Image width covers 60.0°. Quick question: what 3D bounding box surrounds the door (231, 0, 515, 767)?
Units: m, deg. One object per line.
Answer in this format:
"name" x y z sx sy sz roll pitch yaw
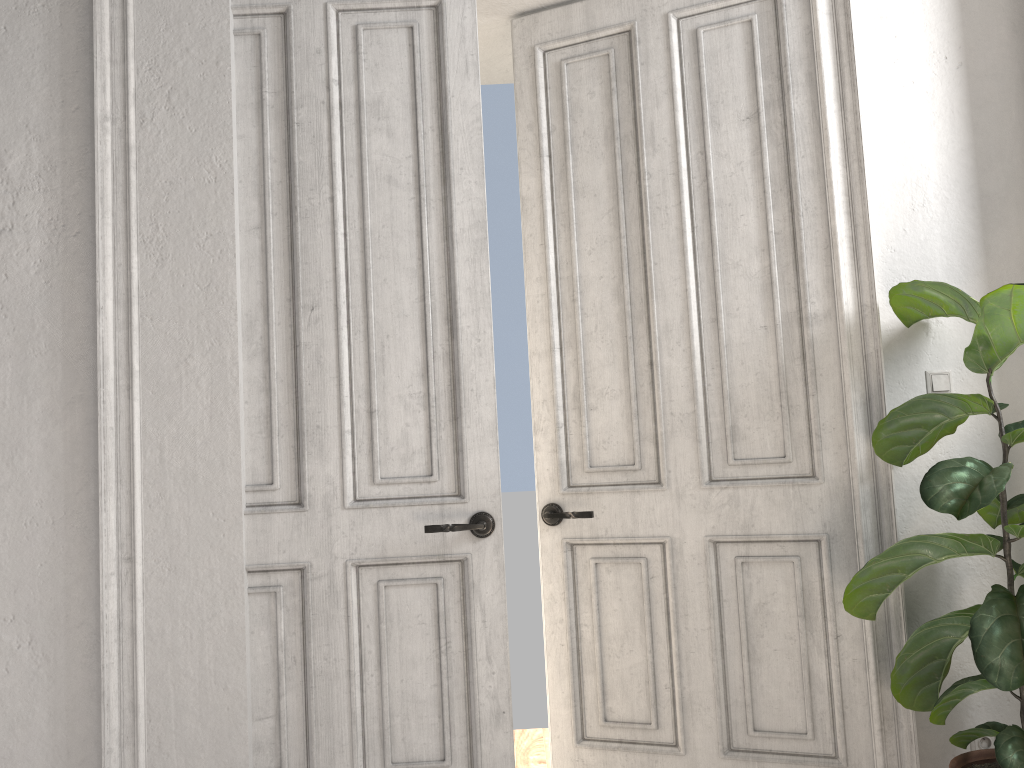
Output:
"door" -0.597 0.038 2.778 1.097 2.812 0.216 -3 -5 1

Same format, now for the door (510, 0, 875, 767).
"door" 0.563 -0.006 2.954 1.097 2.812 0.216 -5 -5 24
